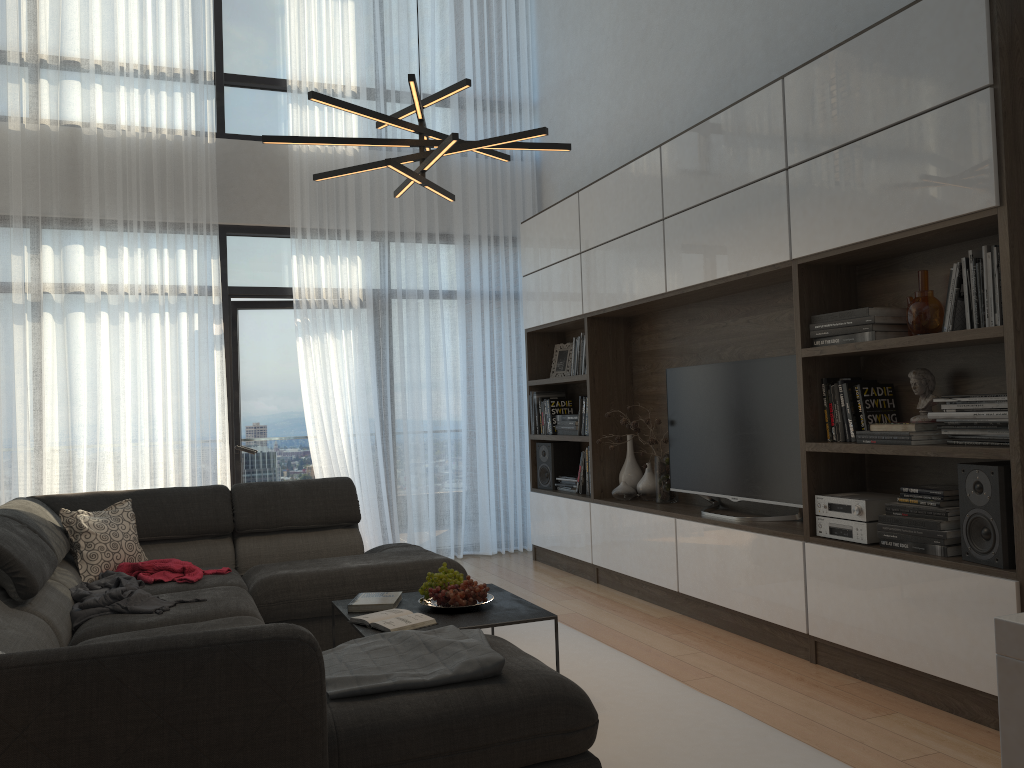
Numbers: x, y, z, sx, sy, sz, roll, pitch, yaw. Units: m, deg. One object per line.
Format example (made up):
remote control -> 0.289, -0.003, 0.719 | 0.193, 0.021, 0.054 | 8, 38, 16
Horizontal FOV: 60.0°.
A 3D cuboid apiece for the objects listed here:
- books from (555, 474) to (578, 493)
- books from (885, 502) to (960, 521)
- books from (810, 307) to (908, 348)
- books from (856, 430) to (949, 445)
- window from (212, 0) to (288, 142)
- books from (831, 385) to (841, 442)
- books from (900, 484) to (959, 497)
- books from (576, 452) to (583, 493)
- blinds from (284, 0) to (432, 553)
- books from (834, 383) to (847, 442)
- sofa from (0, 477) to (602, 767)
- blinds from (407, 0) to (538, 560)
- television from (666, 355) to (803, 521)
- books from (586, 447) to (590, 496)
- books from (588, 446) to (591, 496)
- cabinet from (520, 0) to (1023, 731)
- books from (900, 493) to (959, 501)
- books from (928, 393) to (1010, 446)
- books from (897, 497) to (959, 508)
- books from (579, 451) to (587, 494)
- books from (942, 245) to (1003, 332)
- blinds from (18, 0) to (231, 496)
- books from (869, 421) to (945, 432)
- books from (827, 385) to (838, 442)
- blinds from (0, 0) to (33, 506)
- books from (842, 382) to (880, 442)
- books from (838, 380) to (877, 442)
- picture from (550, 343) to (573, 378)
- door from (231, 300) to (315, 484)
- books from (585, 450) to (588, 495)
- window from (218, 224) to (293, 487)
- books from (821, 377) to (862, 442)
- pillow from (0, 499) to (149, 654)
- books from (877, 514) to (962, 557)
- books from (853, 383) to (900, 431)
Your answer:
books -> 0.440, 0.692, 6.152 | 0.204, 0.099, 0.325 | -1, -2, -21
books -> 1.580, 0.470, 3.316 | 0.224, 0.042, 0.277 | -1, -2, -26
books -> 1.444, -0.227, 3.628 | 0.277, 0.137, 0.343 | -1, -2, -26
books -> 1.511, 0.201, 3.380 | 0.250, 0.047, 0.310 | -1, -2, -16
window -> -2.148, -2.984, 6.436 | 4.808, 2.500, 0.119 | -1, -2, -21
books -> 1.422, 0.121, 3.706 | 0.170, 0.236, 0.049 | -1, -2, -21
books -> 1.600, 0.399, 3.328 | 0.161, 0.023, 0.213 | -1, -2, -18
books -> 0.556, 0.589, 5.958 | 0.232, 0.284, 0.142 | -1, -2, -22
blinds -> -1.118, -1.472, 6.445 | 0.858, 5.579, 0.589 | 0, -3, -45
books -> 1.422, 0.116, 3.682 | 0.169, 0.242, 0.050 | -1, -2, -22
sofa -> -0.993, 0.738, 3.325 | 2.108, 0.995, 3.169 | -1, -2, -21
blinds -> -0.320, -1.486, 6.845 | 1.163, 5.581, 0.218 | -1, -2, -24
television -> 1.131, 0.276, 4.494 | 0.229, 0.779, 1.220 | -1, -2, -21
books -> 0.600, 0.569, 5.816 | 0.237, 0.314, 0.034 | -1, -2, -21
books -> 0.615, 0.561, 5.787 | 0.237, 0.326, 0.026 | -1, -2, -21
cabinet -> 0.986, -0.040, 4.725 | 0.338, 2.494, 4.036 | -1, -2, -21
books -> 1.586, 0.419, 3.324 | 0.142, 0.015, 0.198 | -1, -2, -23
books -> 1.668, 0.122, 3.061 | 0.224, 0.176, 0.374 | -1, -2, -22
books -> 1.585, 0.437, 3.322 | 0.161, 0.023, 0.213 | -1, -2, -18
books -> 0.558, 0.585, 5.904 | 0.210, 0.289, 0.100 | -1, -2, -22
books -> 1.679, -0.326, 3.059 | 0.201, 0.287, 0.332 | -1, -2, -22
blinds -> -2.656, -1.434, 5.926 | 1.374, 5.581, 0.218 | -1, -2, -24
books -> 1.539, 0.161, 3.384 | 0.266, 0.030, 0.209 | -1, -2, -28
books -> 1.419, 0.121, 3.731 | 0.189, 0.240, 0.053 | -1, -2, -21
blinds -> -3.655, -1.412, 5.506 | 1.223, 5.581, 0.218 | -1, -2, -24
books -> 1.447, 0.114, 3.629 | 0.177, 0.242, 0.066 | -1, -2, -22
books -> 1.443, 0.110, 3.660 | 0.193, 0.255, 0.066 | -1, -2, -22
picture -> 0.384, -0.167, 6.509 | 0.114, 0.270, 0.216 | 0, -2, -41
door -> -1.517, 0.355, 6.649 | 1.118, 1.976, 0.206 | -2, -2, -11
books -> 0.584, 0.578, 5.844 | 0.213, 0.301, 0.028 | -1, -2, -21
window -> -2.041, 0.113, 6.339 | 4.808, 2.501, 0.119 | -1, -2, -21
books -> 1.410, 0.106, 3.762 | 0.202, 0.268, 0.053 | -1, -2, -22
pillow -> -1.517, 0.687, 3.008 | 0.386, 0.364, 2.734 | -1, -2, -18
books -> 1.567, 0.553, 3.301 | 0.248, 0.123, 0.307 | -1, -2, -26
books -> 1.489, 0.116, 3.609 | 0.179, 0.233, 0.077 | -1, -2, -21
